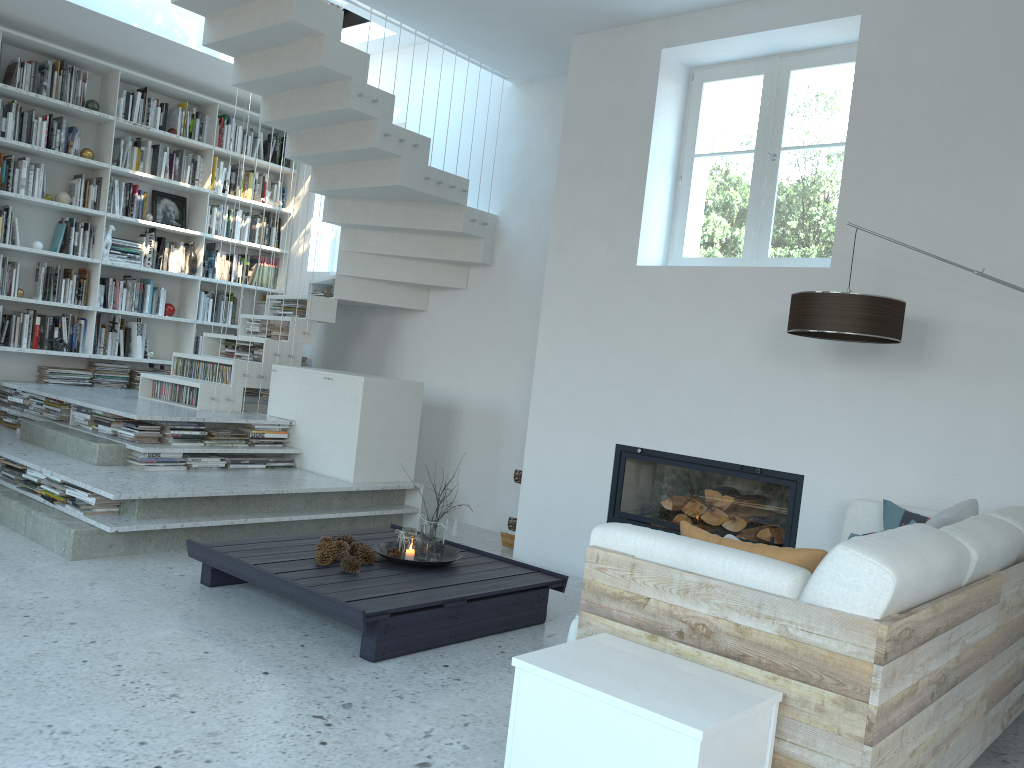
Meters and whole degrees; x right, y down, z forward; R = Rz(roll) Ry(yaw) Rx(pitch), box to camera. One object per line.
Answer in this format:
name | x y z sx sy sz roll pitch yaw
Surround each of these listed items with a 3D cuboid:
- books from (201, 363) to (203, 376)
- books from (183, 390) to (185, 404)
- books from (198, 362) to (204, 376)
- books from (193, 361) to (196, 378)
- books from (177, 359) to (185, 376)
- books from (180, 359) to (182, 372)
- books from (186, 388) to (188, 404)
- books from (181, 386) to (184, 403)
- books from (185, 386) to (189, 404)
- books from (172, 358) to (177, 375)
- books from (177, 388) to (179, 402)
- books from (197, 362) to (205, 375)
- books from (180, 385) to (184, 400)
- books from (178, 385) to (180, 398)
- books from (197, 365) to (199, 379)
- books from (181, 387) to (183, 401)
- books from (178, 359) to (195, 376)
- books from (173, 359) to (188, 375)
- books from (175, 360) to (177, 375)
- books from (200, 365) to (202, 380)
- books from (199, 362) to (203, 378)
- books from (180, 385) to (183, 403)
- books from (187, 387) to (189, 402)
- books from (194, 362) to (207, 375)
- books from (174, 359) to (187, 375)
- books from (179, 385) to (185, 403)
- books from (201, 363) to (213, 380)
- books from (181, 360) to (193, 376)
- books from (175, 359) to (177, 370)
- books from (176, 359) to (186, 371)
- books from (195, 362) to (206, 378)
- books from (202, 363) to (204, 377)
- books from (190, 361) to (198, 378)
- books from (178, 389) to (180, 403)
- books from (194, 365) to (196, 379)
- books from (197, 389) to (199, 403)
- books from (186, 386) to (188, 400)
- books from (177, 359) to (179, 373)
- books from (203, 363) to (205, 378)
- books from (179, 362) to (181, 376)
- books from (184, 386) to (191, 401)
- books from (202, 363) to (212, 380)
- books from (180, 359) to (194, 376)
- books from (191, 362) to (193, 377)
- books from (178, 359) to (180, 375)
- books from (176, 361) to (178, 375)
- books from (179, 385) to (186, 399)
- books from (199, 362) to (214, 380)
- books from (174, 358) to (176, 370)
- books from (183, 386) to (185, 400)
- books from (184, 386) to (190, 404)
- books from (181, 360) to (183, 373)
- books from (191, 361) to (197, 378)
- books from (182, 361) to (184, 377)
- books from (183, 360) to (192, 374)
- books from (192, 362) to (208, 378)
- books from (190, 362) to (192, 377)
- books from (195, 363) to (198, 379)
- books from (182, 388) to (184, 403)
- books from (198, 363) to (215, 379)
books | -2.203 -0.089 6.457 0.008 0.125 0.125 8 2 41
books | -2.275 0.080 6.312 0.008 0.125 0.125 8 2 41
books | -2.233 -0.093 6.483 0.007 0.125 0.125 8 2 41
books | -2.283 -0.099 6.526 0.010 0.125 0.125 8 2 41
books | -2.454 -0.121 6.673 0.010 0.125 0.125 8 2 41
books | -2.427 -0.117 6.650 0.007 0.125 0.125 8 2 41
books | -2.245 0.084 6.286 0.011 0.125 0.125 8 2 41
books | -2.293 0.078 6.327 0.010 0.125 0.125 8 2 41
books | -2.258 0.083 6.297 0.008 0.125 0.125 8 2 41
books | -2.507 -0.127 6.719 0.008 0.125 0.125 8 2 41
books | -2.339 0.072 6.367 0.008 0.125 0.125 8 2 41
books | -2.246 -0.094 6.494 0.010 0.125 0.125 8 2 41
books | -2.311 0.076 6.343 0.007 0.125 0.125 8 2 41
books | -2.333 0.073 6.362 0.008 0.125 0.125 8 2 41
books | -2.239 -0.093 6.488 0.007 0.125 0.125 8 2 41
books | -2.299 0.078 6.332 0.008 0.125 0.125 8 2 41
books | -2.439 -0.119 6.660 0.008 0.125 0.125 8 2 41
books | -2.501 -0.127 6.713 0.008 0.125 0.125 8 2 41
books | -2.478 -0.124 6.694 0.008 0.125 0.125 8 2 41
books | -2.208 -0.089 6.462 0.008 0.125 0.125 8 2 41
books | -2.222 -0.091 6.473 0.010 0.125 0.125 8 2 41
books | -2.305 0.077 6.338 0.008 0.125 0.125 8 2 41
books | -2.239 0.085 6.281 0.008 0.125 0.125 8 2 41
books | -2.277 -0.098 6.521 0.009 0.125 0.125 8 2 41
books | -2.489 -0.125 6.703 0.008 0.125 0.125 8 2 41
books | -2.317 0.075 6.348 0.008 0.125 0.125 8 2 41
books | -2.197 -0.088 6.452 0.008 0.125 0.125 8 2 41
books | -2.410 -0.115 6.635 0.008 0.125 0.125 8 2 41
books | -2.483 -0.124 6.698 0.007 0.125 0.125 8 2 41
books | -2.472 -0.123 6.689 0.009 0.125 0.125 8 2 41
books | -2.263 -0.096 6.509 0.010 0.125 0.125 8 2 41
books | -2.192 -0.087 6.448 0.008 0.125 0.125 8 2 41
books | -2.310 -0.102 6.549 0.008 0.125 0.125 8 2 41
books | -2.328 0.074 6.357 0.008 0.125 0.125 8 2 41
books | -2.270 -0.097 6.515 0.007 0.125 0.125 8 2 41
books | -2.139 0.098 6.195 0.009 0.125 0.125 8 2 41
books | -2.251 0.084 6.291 0.011 0.125 0.125 8 2 41
books | -2.461 -0.122 6.679 0.008 0.125 0.125 8 2 41
books | -2.180 -0.086 6.438 0.008 0.125 0.125 8 2 41
books | -2.432 -0.118 6.655 0.007 0.125 0.125 8 2 41
books | -2.270 0.081 6.307 0.008 0.125 0.125 8 2 41
books | -2.186 -0.087 6.442 0.007 0.125 0.125 8 2 41
books | -2.421 -0.117 6.645 0.007 0.125 0.125 8 2 41
books | -2.305 -0.102 6.545 0.008 0.125 0.125 8 2 41
books | -2.447 -0.120 6.667 0.012 0.125 0.125 8 2 41
books | -2.466 -0.122 6.684 0.007 0.125 0.125 8 2 41
books | -2.322 0.075 6.353 0.008 0.125 0.125 8 2 41
books | -2.214 -0.090 6.467 0.008 0.125 0.125 8 2 41
books | -2.495 -0.126 6.708 0.009 0.125 0.125 8 2 41
books | -2.281 0.080 6.317 0.008 0.125 0.125 8 2 41
books | -2.264 0.082 6.303 0.007 0.125 0.125 8 2 41
books | -2.415 -0.116 6.640 0.008 0.125 0.125 8 2 41
books | -2.300 -0.101 6.540 0.008 0.125 0.125 8 2 41
books | -2.402 -0.114 6.629 0.010 0.125 0.125 8 2 41
books | -2.394 -0.113 6.622 0.010 0.125 0.125 8 2 41
books | -2.292 -0.100 6.533 0.012 0.125 0.125 8 2 41
books | -2.316 -0.103 6.554 0.007 0.125 0.125 8 2 41
books | -2.254 -0.095 6.501 0.014 0.125 0.125 8 2 41
books | -2.288 0.079 6.323 0.010 0.125 0.125 8 2 41
books | -2.228 -0.092 6.478 0.007 0.125 0.125 8 2 41
